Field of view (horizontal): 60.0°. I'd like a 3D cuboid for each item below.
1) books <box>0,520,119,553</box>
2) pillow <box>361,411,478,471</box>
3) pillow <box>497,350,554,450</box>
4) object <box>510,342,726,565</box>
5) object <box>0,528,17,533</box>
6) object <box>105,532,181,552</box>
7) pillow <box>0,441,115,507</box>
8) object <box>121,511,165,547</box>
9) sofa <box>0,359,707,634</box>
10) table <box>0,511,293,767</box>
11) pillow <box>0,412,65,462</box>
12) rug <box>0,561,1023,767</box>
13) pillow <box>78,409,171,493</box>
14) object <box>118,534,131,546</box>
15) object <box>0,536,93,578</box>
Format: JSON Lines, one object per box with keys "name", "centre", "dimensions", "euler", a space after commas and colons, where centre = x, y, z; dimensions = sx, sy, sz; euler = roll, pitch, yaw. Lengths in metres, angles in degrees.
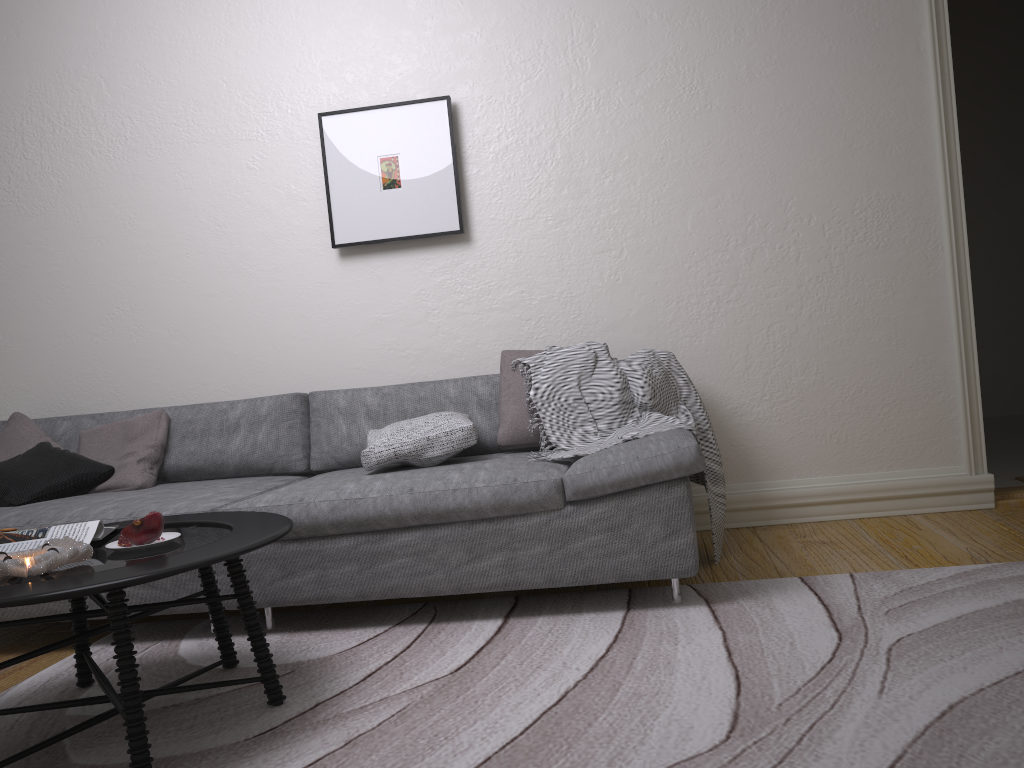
{"name": "books", "centre": [-1.203, 0.389, 2.246], "dimensions": [0.308, 0.048, 0.369], "euler": [-6, 2, -13]}
{"name": "pillow", "centre": [-0.328, 0.210, 3.189], "dimensions": [0.406, 0.194, 0.404], "euler": [-6, 2, -5]}
{"name": "pillow", "centre": [0.152, 0.049, 3.332], "dimensions": [0.424, 0.390, 0.243], "euler": [-6, 2, 8]}
{"name": "object", "centre": [0.416, 0.264, 3.215], "dimensions": [0.898, 0.866, 0.610], "euler": [-7, 2, -27]}
{"name": "object", "centre": [-1.333, 0.399, 2.338], "dimensions": [0.121, 0.036, 0.118], "euler": [-7, 2, -30]}
{"name": "object", "centre": [-0.891, 0.385, 2.145], "dimensions": [0.171, 0.015, 0.164], "euler": [-7, 2, -37]}
{"name": "pillow", "centre": [-1.790, 0.362, 3.312], "dimensions": [0.395, 0.268, 0.428], "euler": [-5, 2, 28]}
{"name": "object", "centre": [-0.884, 0.349, 2.139], "dimensions": [0.087, 0.082, 0.112], "euler": [-4, 2, 43]}
{"name": "sofa", "centre": [-0.848, 0.422, 3.280], "dimensions": [3.042, 0.772, 1.108], "euler": [-6, 2, 7]}
{"name": "table", "centre": [-0.989, 0.620, 2.126], "dimensions": [0.941, 0.449, 0.947], "euler": [-6, 2, 6]}
{"name": "pillow", "centre": [-2.009, 0.340, 3.536], "dimensions": [0.471, 0.448, 0.358], "euler": [-5, 2, 29]}
{"name": "rug", "centre": [0.333, 0.702, 1.924], "dimensions": [3.688, 0.008, 1.960], "euler": [-6, 2, 7]}
{"name": "pillow", "centre": [-1.579, 0.279, 3.498], "dimensions": [0.420, 0.318, 0.339], "euler": [-6, 2, 8]}
{"name": "object", "centre": [-0.944, 0.376, 2.165], "dimensions": [0.043, 0.036, 0.036], "euler": [-5, 2, 17]}
{"name": "object", "centre": [-1.056, 0.384, 1.932], "dimensions": [0.251, 0.062, 0.255], "euler": [-5, 2, 16]}
